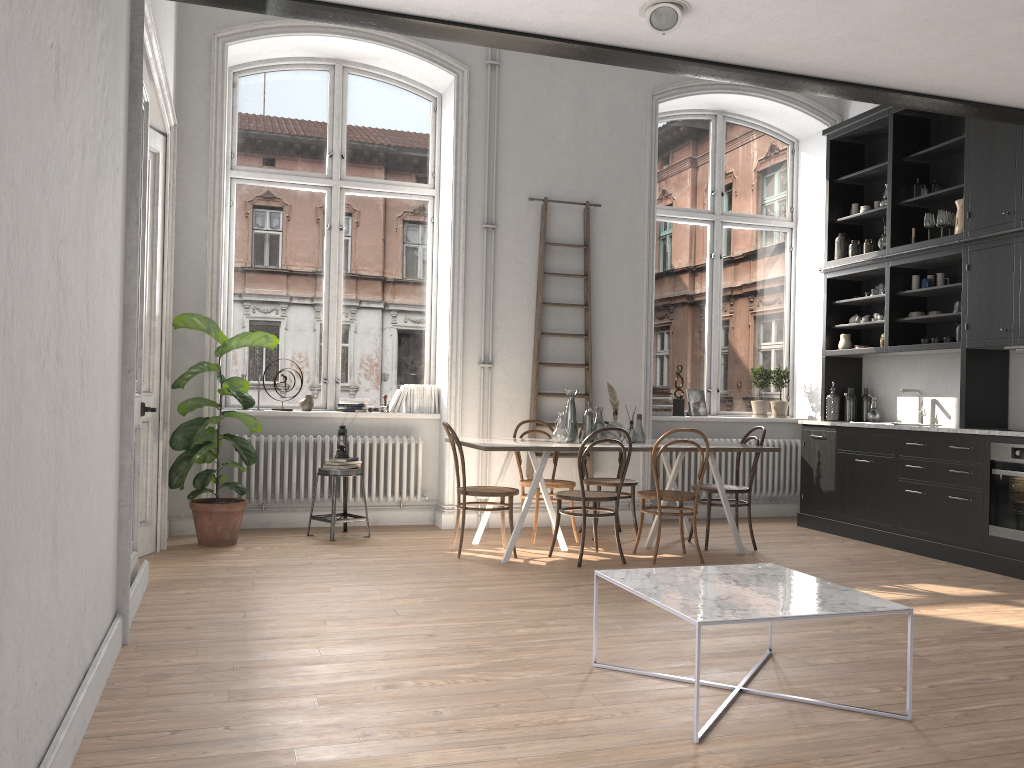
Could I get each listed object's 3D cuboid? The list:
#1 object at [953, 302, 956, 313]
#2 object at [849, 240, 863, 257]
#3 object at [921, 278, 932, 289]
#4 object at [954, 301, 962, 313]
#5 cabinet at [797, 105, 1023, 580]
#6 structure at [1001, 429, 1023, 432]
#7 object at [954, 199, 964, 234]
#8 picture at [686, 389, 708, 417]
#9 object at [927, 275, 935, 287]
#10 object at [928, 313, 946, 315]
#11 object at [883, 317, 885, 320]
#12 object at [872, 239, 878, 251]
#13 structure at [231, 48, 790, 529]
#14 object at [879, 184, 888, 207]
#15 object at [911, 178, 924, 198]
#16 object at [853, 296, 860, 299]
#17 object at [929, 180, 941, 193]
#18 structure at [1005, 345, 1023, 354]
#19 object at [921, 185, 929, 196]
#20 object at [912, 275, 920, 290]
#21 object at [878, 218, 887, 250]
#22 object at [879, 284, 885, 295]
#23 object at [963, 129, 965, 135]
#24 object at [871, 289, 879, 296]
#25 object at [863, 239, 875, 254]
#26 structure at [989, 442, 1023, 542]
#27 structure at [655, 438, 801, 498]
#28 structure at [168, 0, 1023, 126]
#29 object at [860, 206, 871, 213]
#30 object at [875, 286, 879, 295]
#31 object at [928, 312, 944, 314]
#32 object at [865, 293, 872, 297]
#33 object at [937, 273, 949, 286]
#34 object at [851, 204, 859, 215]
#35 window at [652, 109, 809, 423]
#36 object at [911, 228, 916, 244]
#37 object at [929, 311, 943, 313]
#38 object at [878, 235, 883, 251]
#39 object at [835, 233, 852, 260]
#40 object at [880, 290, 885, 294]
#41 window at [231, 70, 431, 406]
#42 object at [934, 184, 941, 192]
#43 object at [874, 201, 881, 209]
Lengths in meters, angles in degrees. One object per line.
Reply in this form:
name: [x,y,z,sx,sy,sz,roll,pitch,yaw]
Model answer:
object: [3.405,-0.577,6.788,0.058,0.094,0.058,1,0,22]
object: [3.010,-1.177,7.768,0.114,0.155,0.114,1,0,-14]
object: [3.313,-0.791,7.089,0.082,0.093,0.140,1,-1,37]
object: [3.381,-0.578,6.719,0.058,0.094,0.058,1,0,22]
cabinet: [3.370,-0.519,6.517,0.635,3.583,3.251,1,-1,-18]
structure: [3.587,0.315,5.762,0.427,0.011,0.592,2,-1,-18]
object: [3.354,-1.240,6.615,0.094,0.267,0.116,1,0,24]
picture: [1.732,0.183,8.435,0.221,0.264,0.149,2,-1,-34]
object: [3.378,-0.810,7.175,0.082,0.135,0.059,1,0,10]
object: [3.397,-0.544,7.096,0.132,0.038,0.132,1,-1,30]
object: [3.177,-0.550,7.511,0.056,0.041,0.049,2,-1,-45]
object: [3.177,-1.182,7.809,0.092,0.184,0.092,1,-1,38]
structure: [0.313,-1.018,7.691,5.182,4.474,0.340,1,0,-18]
object: [3.190,-1.585,7.524,0.132,0.219,0.132,2,-1,-43]
object: [3.300,-1.576,7.208,0.084,0.199,0.065,1,0,4]
object: [3.098,-0.761,7.971,0.071,0.047,0.071,1,-1,20]
object: [3.423,-1.562,7.183,0.065,0.177,0.084,1,0,4]
structure: [3.723,-0.265,5.809,0.379,0.123,0.843,2,-1,-18]
object: [3.315,-1.538,7.120,0.053,0.125,0.041,1,0,39]
object: [3.282,-0.811,7.201,0.059,0.135,0.082,1,-1,40]
object: [3.111,-1.281,7.363,0.134,0.357,0.134,1,0,27]
object: [3.146,-0.796,7.535,0.060,0.107,0.060,1,0,10]
object: [3.489,-1.906,6.752,0.056,0.121,0.167,1,-1,7]
object: [3.112,-0.776,7.600,0.064,0.069,0.064,1,-1,30]
object: [3.093,-1.173,7.687,0.096,0.150,0.096,2,-1,-29]
structure: [3.572,0.710,5.756,0.618,0.623,0.622,1,-1,-18]
structure: [2.007,0.784,8.310,1.577,0.552,0.194,2,0,-18]
structure: [2.083,-1.876,1.928,5.927,1.213,4.158,2,-1,-18]
object: [3.126,-1.520,7.843,0.096,0.095,0.096,1,-1,16]
object: [3.173,-0.793,7.674,0.060,0.107,0.060,1,-1,40]
object: [3.397,-0.552,7.096,0.123,0.036,0.123,2,-1,-30]
object: [3.092,-0.765,7.681,0.071,0.047,0.071,1,-1,20]
object: [3.414,-0.811,7.041,0.059,0.135,0.082,2,-1,-35]
object: [3.070,-1.539,7.938,0.059,0.135,0.082,1,0,10]
window: [7.166,-5.307,13.426,14.386,15.934,26.398,1,-1,-18]
object: [3.240,-1.183,7.154,0.123,0.161,0.123,1,0,-9]
object: [3.397,-0.559,7.097,0.112,0.036,0.112,1,-1,25]
object: [3.211,-1.188,7.632,0.092,0.184,0.092,1,0,-3]
object: [2.949,-1.217,7.898,0.118,0.238,0.118,2,0,-32]
object: [3.139,-0.767,7.465,0.071,0.047,0.071,1,-1,20]
window: [-1.509,-1.238,7.539,1.622,2.843,0.013,1,0,-18]
object: [3.396,-1.536,7.079,0.044,0.121,0.058,1,0,9]
object: [3.217,-1.538,7.794,0.059,0.135,0.082,1,0,5]
